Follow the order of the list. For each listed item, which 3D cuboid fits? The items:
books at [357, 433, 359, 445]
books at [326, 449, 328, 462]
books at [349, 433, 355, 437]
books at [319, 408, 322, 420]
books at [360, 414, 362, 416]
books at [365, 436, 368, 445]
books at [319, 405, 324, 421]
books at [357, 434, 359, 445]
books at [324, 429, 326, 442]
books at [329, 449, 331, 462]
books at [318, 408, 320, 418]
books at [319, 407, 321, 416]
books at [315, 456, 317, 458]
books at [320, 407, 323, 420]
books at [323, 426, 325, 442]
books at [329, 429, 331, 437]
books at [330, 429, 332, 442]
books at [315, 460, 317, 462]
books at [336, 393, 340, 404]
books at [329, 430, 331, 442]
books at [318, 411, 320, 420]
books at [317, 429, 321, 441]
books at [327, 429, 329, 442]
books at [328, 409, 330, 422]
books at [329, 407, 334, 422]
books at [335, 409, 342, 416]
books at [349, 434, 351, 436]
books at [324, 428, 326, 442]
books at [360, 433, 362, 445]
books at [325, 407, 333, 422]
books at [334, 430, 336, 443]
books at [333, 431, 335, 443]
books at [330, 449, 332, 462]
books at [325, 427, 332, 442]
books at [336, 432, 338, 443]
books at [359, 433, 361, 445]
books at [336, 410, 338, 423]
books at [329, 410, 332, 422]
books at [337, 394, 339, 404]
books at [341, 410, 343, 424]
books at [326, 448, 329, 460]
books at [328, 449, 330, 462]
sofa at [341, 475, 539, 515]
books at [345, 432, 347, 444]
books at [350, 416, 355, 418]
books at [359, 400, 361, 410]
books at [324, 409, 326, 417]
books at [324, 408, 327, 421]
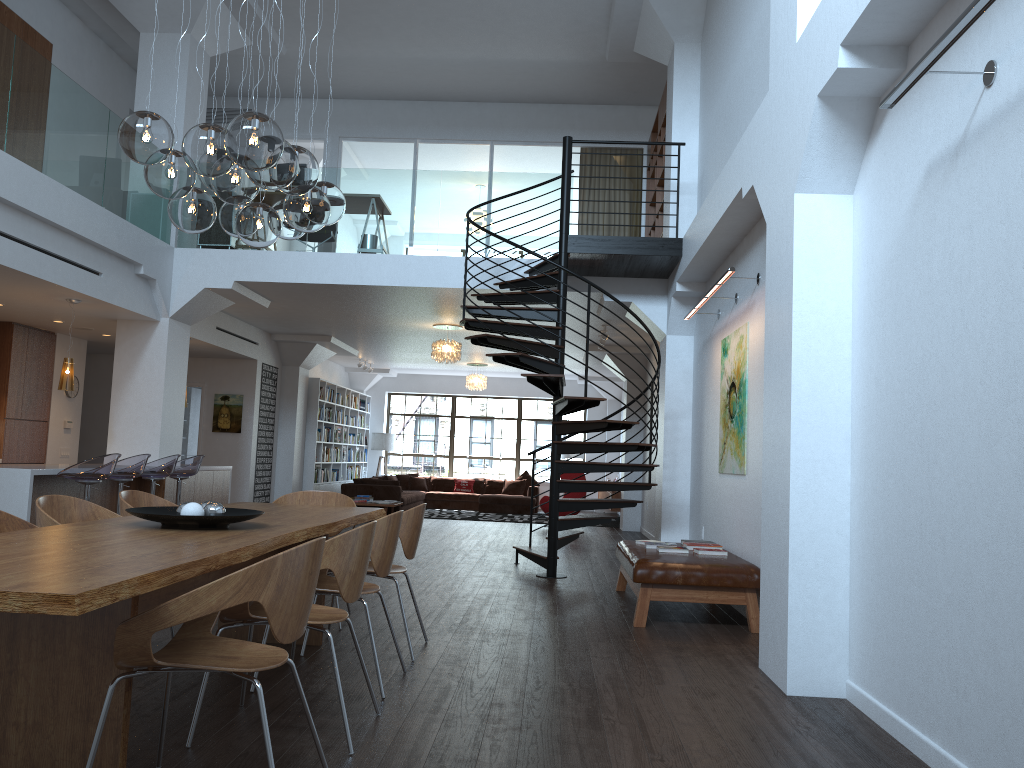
[{"bbox_3d":[-3.429,1.194,19.336,0.183,0.253,0.042,2,-5,3],"label":"books"},{"bbox_3d":[-3.560,1.341,16.693,0.171,0.246,0.057,2,-5,3],"label":"books"},{"bbox_3d":[-3.428,1.175,18.982,0.140,0.231,0.042,2,-5,3],"label":"books"},{"bbox_3d":[-3.550,0.539,16.052,0.172,0.235,0.112,2,-5,3],"label":"books"},{"bbox_3d":[-3.399,0.816,19.554,0.176,0.290,0.036,2,-5,2],"label":"books"},{"bbox_3d":[-3.382,1.283,20.133,0.182,0.215,0.188,2,-5,3],"label":"books"},{"bbox_3d":[-3.537,0.526,16.213,0.176,0.290,0.053,2,-5,3],"label":"books"},{"bbox_3d":[-3.424,1.191,19.223,0.174,0.240,0.054,2,-5,3],"label":"books"},{"bbox_3d":[-3.552,0.950,16.458,0.174,0.239,0.045,2,-5,3],"label":"books"},{"bbox_3d":[-3.550,1.358,16.915,0.160,0.250,0.026,2,-5,3],"label":"books"},{"bbox_3d":[-3.560,0.542,15.990,0.161,0.218,0.101,2,-5,3],"label":"books"},{"bbox_3d":[-3.559,0.540,16.096,0.172,0.239,0.093,2,-5,3],"label":"books"},{"bbox_3d":[-3.624,1.316,15.970,0.174,0.032,0.254,3,-5,-2],"label":"books"},{"bbox_3d":[-3.550,0.543,16.135,0.174,0.242,0.105,2,-5,3],"label":"books"},{"bbox_3d":[-3.560,0.918,16.384,0.176,0.290,0.053,2,-5,3],"label":"books"},{"bbox_3d":[-3.538,0.977,16.845,0.182,0.253,0.034,2,-5,3],"label":"books"},{"bbox_3d":[-3.526,0.981,16.879,0.182,0.253,0.034,2,-5,3],"label":"books"},{"bbox_3d":[-3.625,1.383,15.969,0.197,0.035,0.284,3,-5,-7],"label":"books"},{"bbox_3d":[-3.480,0.293,17.493,0.140,0.231,0.042,2,-5,3],"label":"books"},{"bbox_3d":[-3.533,0.981,16.805,0.174,0.239,0.045,2,-5,3],"label":"books"},{"bbox_3d":[-3.554,0.538,16.020,0.152,0.232,0.104,2,-5,3],"label":"books"},{"bbox_3d":[-3.557,0.932,16.185,0.140,0.231,0.042,2,-5,3],"label":"books"},{"bbox_3d":[-3.539,0.965,16.706,0.182,0.253,0.034,2,-5,3],"label":"books"},{"bbox_3d":[-3.540,0.587,16.722,0.183,0.253,0.042,2,-5,3],"label":"books"},{"bbox_3d":[-3.518,0.593,17.000,0.176,0.291,0.053,2,-5,3],"label":"books"},{"bbox_3d":[-3.487,0.651,17.666,0.176,0.290,0.053,2,-5,3],"label":"books"},{"bbox_3d":[-3.447,1.155,18.613,0.140,0.206,0.042,2,-5,3],"label":"books"},{"bbox_3d":[-3.553,0.953,16.551,0.159,0.250,0.026,2,-5,3],"label":"books"},{"bbox_3d":[-3.413,1.215,19.574,0.183,0.253,0.042,2,-5,3],"label":"books"},{"bbox_3d":[-3.537,0.591,16.949,0.198,0.284,0.049,2,-5,3],"label":"books"},{"bbox_3d":[-3.517,1.016,17.213,0.174,0.240,0.054,2,-5,3],"label":"books"},{"bbox_3d":[-3.520,1.020,17.169,0.161,0.223,0.032,2,-5,3],"label":"books"},{"bbox_3d":[-3.546,1.359,16.944,0.183,0.253,0.034,2,-5,3],"label":"books"},{"bbox_3d":[-3.532,0.967,16.943,0.176,0.294,0.102,2,-5,3],"label":"books"},{"bbox_3d":[-3.506,1.053,17.443,0.161,0.207,0.135,2,-5,2],"label":"books"},{"bbox_3d":[-3.423,1.204,19.488,0.180,0.259,0.042,2,-5,3],"label":"books"},{"bbox_3d":[-3.496,0.641,17.340,0.182,0.253,0.034,2,-5,3],"label":"books"},{"bbox_3d":[-3.525,0.604,16.833,0.174,0.240,0.054,2,-5,3],"label":"books"},{"bbox_3d":[-3.480,0.301,17.407,0.146,0.202,0.027,2,-5,3],"label":"books"},{"bbox_3d":[-3.489,0.659,17.726,0.197,0.283,0.065,2,-5,3],"label":"books"},{"bbox_3d":[-3.558,1.344,16.775,0.183,0.253,0.034,2,-5,3],"label":"books"},{"bbox_3d":[-3.552,1.347,16.808,0.183,0.253,0.034,2,-5,3],"label":"books"},{"bbox_3d":[-1.224,2.231,17.701,3.481,0.664,4.197,2,-5,3],"label":"sofa"},{"bbox_3d":[-3.479,1.096,18.164,0.171,0.246,0.036,2,-5,3],"label":"books"},{"bbox_3d":[-3.428,0.793,18.962,0.140,0.231,0.042,2,-5,3],"label":"books"},{"bbox_3d":[-3.387,0.455,19.322,0.161,0.223,0.032,2,-5,3],"label":"books"},{"bbox_3d":[-3.552,0.568,16.393,0.174,0.236,0.142,2,-5,3],"label":"books"},{"bbox_3d":[-3.547,0.567,16.484,0.183,0.253,0.042,2,-5,3],"label":"books"}]
